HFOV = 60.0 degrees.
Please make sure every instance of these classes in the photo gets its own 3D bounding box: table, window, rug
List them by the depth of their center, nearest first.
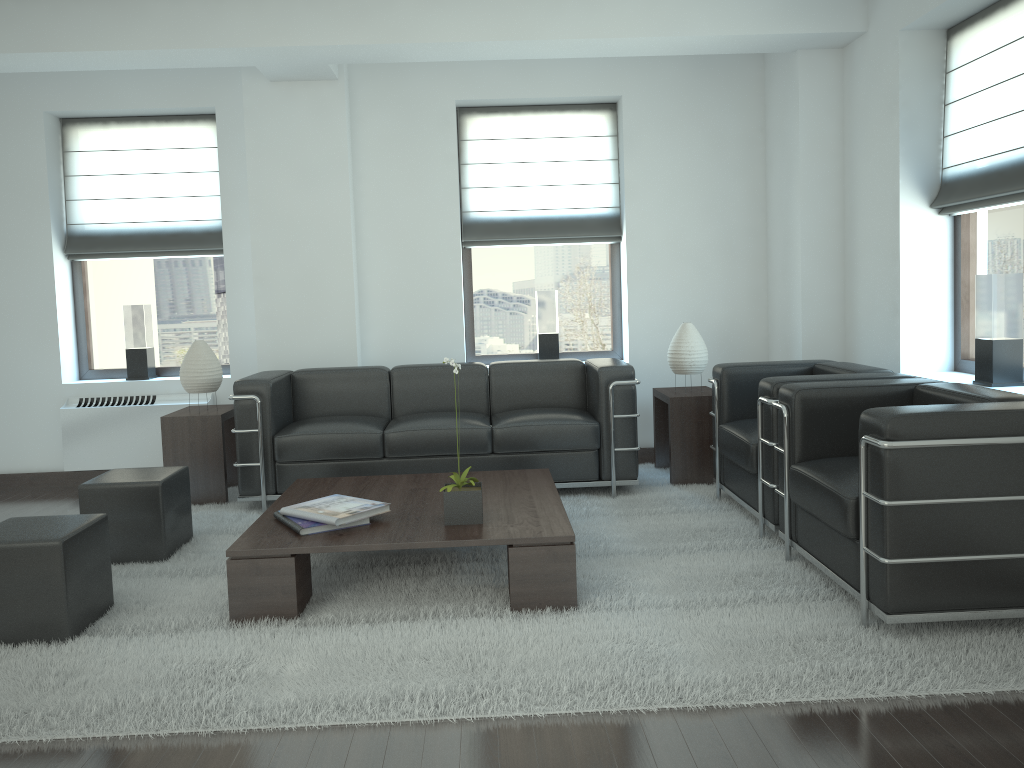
[{"bbox_3d":[-0.640,1.006,5.892,1.936,0.440,1.926,-2,6,-2],"label":"table"},{"bbox_3d":[3.676,-1.360,6.088,0.146,2.726,2.137,-2,5,-2],"label":"window"},{"bbox_3d":[-0.294,1.138,6.339,6.252,0.110,5.182,-2,6,-2],"label":"rug"},{"bbox_3d":[-2.806,0.659,8.163,0.526,0.843,0.788,-2,5,-2],"label":"table"},{"bbox_3d":[1.666,0.488,8.311,0.526,0.843,0.788,-2,5,-2],"label":"table"},{"bbox_3d":[-3.796,-1.439,9.422,1.700,2.726,0.146,-2,4,-2],"label":"window"},{"bbox_3d":[0.305,-1.595,9.558,1.700,2.726,0.146,-2,4,-2],"label":"window"}]

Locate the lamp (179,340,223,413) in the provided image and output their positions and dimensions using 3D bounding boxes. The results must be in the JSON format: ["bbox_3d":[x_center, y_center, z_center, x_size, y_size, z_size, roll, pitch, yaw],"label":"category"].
[{"bbox_3d":[-2.821,-0.077,8.051,0.374,0.653,0.375,-2,4,2],"label":"lamp"}]

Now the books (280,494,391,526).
[{"bbox_3d":[-1.087,0.775,5.469,0.518,0.045,0.447,3,7,39],"label":"books"}]

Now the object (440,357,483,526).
[{"bbox_3d":[-0.320,0.330,5.365,0.252,0.990,0.336,-2,4,-2],"label":"object"}]

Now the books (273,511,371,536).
[{"bbox_3d":[-1.175,0.824,5.464,0.446,0.045,0.519,-5,7,-31],"label":"books"}]

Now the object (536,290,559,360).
[{"bbox_3d":[0.376,-0.600,9.391,0.239,0.774,0.244,-2,4,-2],"label":"object"}]

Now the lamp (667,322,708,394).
[{"bbox_3d":[1.626,-0.247,8.199,0.374,0.653,0.375,0,5,27],"label":"lamp"}]

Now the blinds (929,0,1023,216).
[{"bbox_3d":[3.486,-1.977,6.036,0.222,1.473,2.128,-2,5,-2],"label":"blinds"}]

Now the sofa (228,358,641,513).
[{"bbox_3d":[-0.644,0.429,7.991,3.476,1.168,1.126,-2,5,-2],"label":"sofa"}]

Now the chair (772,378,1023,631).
[{"bbox_3d":[2.276,0.623,5.087,1.123,1.168,1.650,-2,5,-2],"label":"chair"}]

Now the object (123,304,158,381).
[{"bbox_3d":[-3.887,-0.437,9.249,0.239,0.774,0.244,-2,4,-2],"label":"object"}]

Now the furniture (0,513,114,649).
[{"bbox_3d":[-2.654,1.086,4.967,0.588,0.578,0.604,-2,5,-2],"label":"furniture"}]

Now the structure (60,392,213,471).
[{"bbox_3d":[-3.782,0.478,8.994,1.461,0.725,0.194,-2,4,-2],"label":"structure"}]

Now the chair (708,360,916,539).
[{"bbox_3d":[2.223,0.454,6.768,1.123,1.168,1.650,-2,5,-2],"label":"chair"}]

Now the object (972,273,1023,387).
[{"bbox_3d":[3.397,-0.379,6.186,0.239,0.774,0.244,-2,4,-2],"label":"object"}]

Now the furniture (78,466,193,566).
[{"bbox_3d":[-2.707,0.940,6.425,0.588,0.578,0.604,-2,5,-2],"label":"furniture"}]

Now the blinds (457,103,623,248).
[{"bbox_3d":[0.295,-2.204,9.356,1.686,1.473,0.223,-2,4,-2],"label":"blinds"}]

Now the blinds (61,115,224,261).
[{"bbox_3d":[-3.804,-2.048,9.219,1.686,1.473,0.223,-2,4,-2],"label":"blinds"}]
